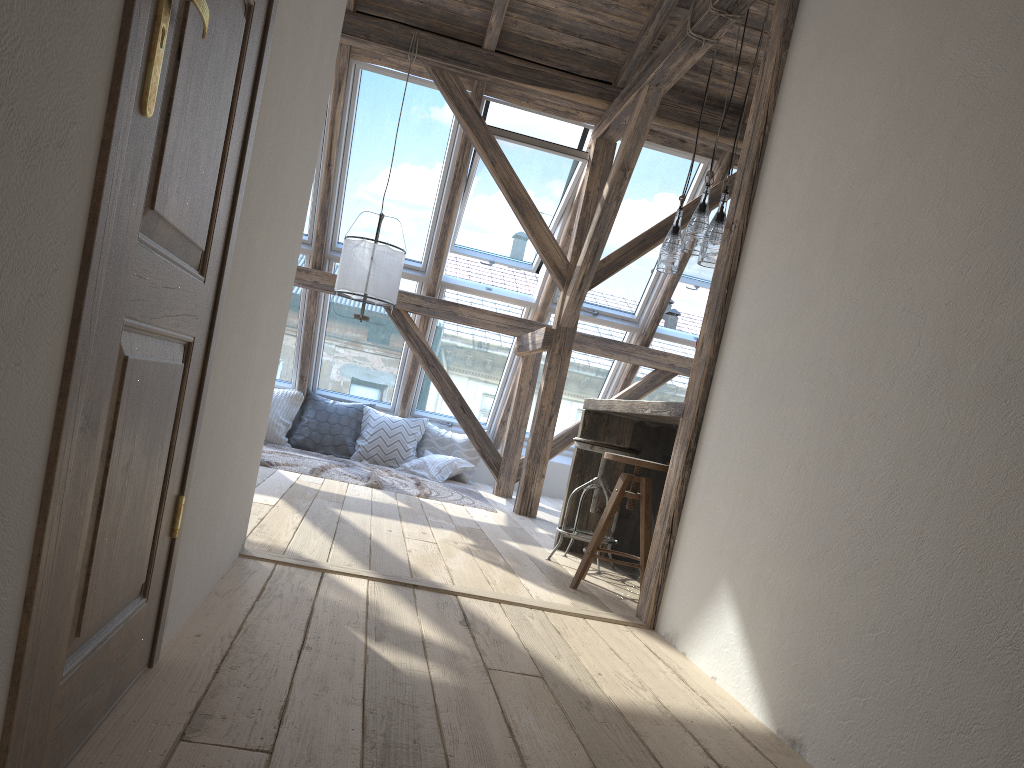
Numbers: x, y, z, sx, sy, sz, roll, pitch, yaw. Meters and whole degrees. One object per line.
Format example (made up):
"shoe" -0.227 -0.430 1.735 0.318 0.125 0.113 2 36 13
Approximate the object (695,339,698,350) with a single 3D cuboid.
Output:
"object" 0.861 -0.094 3.433 0.308 0.418 0.252 13 3 24

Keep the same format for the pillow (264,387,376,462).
"pillow" -1.894 0.301 7.818 1.277 0.567 0.463 12 2 -9

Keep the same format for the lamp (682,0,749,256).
"lamp" 0.903 -1.230 4.033 0.239 1.247 0.107 12 5 2

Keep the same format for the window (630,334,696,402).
"window" 1.380 0.204 8.148 0.859 1.285 1.086 12 2 -9

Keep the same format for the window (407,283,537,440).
"window" -0.397 -0.188 7.829 0.859 1.285 1.086 12 2 -9

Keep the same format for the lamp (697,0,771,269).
"lamp" 0.933 -1.182 3.730 0.226 1.351 0.108 11 5 -8

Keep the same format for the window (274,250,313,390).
"window" -2.175 -0.581 7.510 0.859 1.285 1.086 12 2 -9

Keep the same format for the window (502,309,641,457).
"window" 0.492 0.008 7.988 0.859 1.285 1.086 12 2 -9

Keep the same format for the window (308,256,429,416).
"window" -1.286 -0.385 7.669 0.859 1.285 1.086 12 2 -9

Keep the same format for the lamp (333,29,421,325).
"lamp" -0.797 -1.345 5.717 0.402 1.909 0.402 15 5 32

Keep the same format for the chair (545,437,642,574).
"chair" 0.418 0.609 4.458 0.350 0.641 0.355 13 3 24

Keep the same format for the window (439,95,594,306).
"window" -0.005 -1.364 6.800 0.859 1.284 1.394 12 1 -9

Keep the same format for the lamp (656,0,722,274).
"lamp" 0.846 -1.204 4.319 0.226 1.298 0.107 11 5 -8

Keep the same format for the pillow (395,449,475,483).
"pillow" -0.679 0.727 7.689 0.530 0.243 0.479 11 -1 32

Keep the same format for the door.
"door" -0.472 -0.436 1.355 0.082 2.085 0.831 11 4 -9

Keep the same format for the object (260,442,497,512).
"object" -1.781 0.532 6.891 3.199 0.057 2.172 12 -2 -9

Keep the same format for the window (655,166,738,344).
"window" 1.771 -0.971 7.132 0.859 1.283 1.508 12 1 -9

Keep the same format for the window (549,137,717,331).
"window" 0.892 -1.168 6.911 0.859 1.285 1.086 12 2 -9

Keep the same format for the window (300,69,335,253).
"window" -1.775 -1.757 6.432 0.859 1.285 1.086 12 2 -9

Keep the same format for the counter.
"counter" 1.350 0.739 5.392 2.250 0.857 3.785 12 -2 -9

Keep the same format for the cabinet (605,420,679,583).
"cabinet" 1.621 -0.062 5.135 2.101 2.520 4.183 12 0 -9

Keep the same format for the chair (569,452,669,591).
"chair" 0.498 0.621 3.853 0.339 0.600 0.340 13 3 11

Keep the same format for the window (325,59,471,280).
"window" -0.886 -1.561 6.592 0.859 1.285 1.086 12 2 -9

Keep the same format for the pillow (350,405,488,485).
"pillow" -0.831 0.563 7.968 1.157 0.538 0.497 12 2 -5
